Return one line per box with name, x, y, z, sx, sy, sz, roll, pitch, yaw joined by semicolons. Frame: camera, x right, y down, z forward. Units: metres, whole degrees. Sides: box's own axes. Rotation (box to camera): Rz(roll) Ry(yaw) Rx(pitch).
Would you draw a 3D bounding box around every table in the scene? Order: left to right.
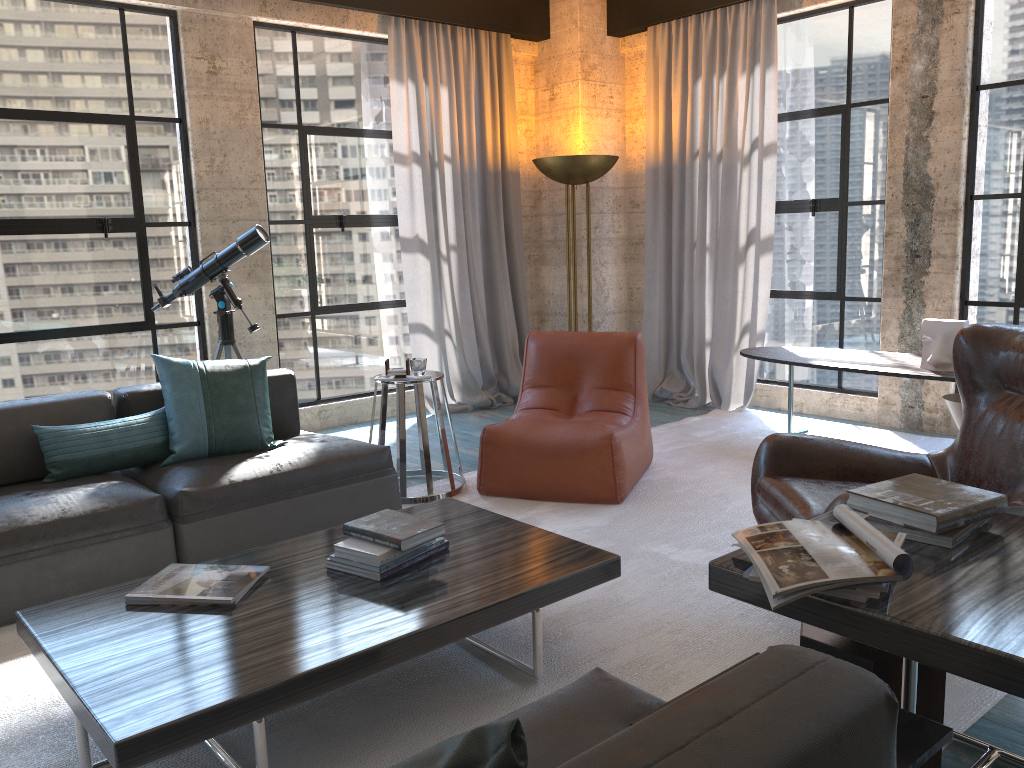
table;-0.519;0.733;2.631;1.500;0.309;0.900;-10;12;-39
table;-0.520;0.254;4.603;0.549;0.603;0.549;4;11;29
table;0.523;0.828;1.684;0.413;0.390;0.420;-10;12;-39
table;0.869;0.753;2.166;0.316;0.340;0.365;2;10;20
table;2.159;0.140;4.976;0.715;0.530;2.004;-10;13;-41
table;1.013;0.668;1.993;0.800;0.570;0.800;-10;12;-39
table;2.392;0.268;4.569;0.331;0.394;0.331;-2;10;-1

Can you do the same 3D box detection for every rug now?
rug;-0.368;0.832;2.924;7.768;0.032;2.954;-10;12;-39

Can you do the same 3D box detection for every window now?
window;-2.669;-0.887;5.001;1.780;2.530;0.081;-10;12;-39
window;-0.961;-1.183;6.426;1.780;2.530;0.081;-10;12;-39
window;1.830;-1.253;6.305;0.081;2.530;1.780;-10;12;-39
window;3.285;-1.013;4.612;0.081;2.530;1.780;-10;12;-39

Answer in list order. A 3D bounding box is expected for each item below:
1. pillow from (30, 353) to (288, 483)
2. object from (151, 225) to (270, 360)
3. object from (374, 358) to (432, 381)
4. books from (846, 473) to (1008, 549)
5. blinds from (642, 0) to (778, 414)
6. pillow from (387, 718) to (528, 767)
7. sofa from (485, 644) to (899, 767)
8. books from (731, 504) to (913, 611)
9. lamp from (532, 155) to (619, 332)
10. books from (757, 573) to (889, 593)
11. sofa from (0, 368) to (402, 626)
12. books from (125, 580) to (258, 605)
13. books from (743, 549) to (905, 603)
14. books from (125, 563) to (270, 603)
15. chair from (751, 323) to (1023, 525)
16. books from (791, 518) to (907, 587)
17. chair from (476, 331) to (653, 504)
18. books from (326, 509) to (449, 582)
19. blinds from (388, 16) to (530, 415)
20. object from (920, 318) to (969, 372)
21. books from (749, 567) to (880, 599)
pillow;-1.513;0.109;3.868;1.042;0.466;0.349;-7;11;-29
object;-1.703;-0.192;5.094;0.595;1.406;0.617;-9;12;-38
object;-0.547;-0.083;4.499;0.287;0.096;0.206;-2;10;0
books;1.019;0.306;2.193;0.320;0.075;0.278;-9;12;-35
blinds;1.304;-1.297;6.363;0.404;2.986;1.187;-10;12;-38
pillow;-0.260;0.604;1.056;0.670;0.393;0.320;-8;12;-33
sofa;-0.280;0.813;1.004;2.063;0.680;1.019;-10;12;-39
books;0.642;0.358;1.882;0.273;0.109;0.322;-2;10;0
lamp;0.481;-0.707;6.470;0.619;1.822;0.619;-10;12;-39
books;0.695;0.372;1.934;0.252;0.011;0.318;3;11;26
sofa;-1.618;0.375;3.840;2.063;0.680;1.019;-10;12;-39
books;-0.916;0.588;2.593;0.318;0.011;0.252;-1;10;4
books;0.689;0.392;1.944;0.252;0.011;0.318;5;12;36
books;-0.910;0.578;2.586;0.318;0.011;0.252;0;10;9
chair;1.356;0.307;2.917;0.975;0.940;0.820;-2;10;0
books;0.702;0.361;1.936;0.252;0.011;0.318;4;11;31
chair;0.303;0.136;4.715;0.801;0.759;0.920;2;10;20
books;-0.366;0.490;2.757;0.279;0.116;0.322;5;12;34
blinds;-0.304;-1.286;6.554;1.131;2.985;0.384;-10;12;-39
object;2.220;-0.199;4.598;0.154;0.259;0.214;-10;12;-39
books;0.677;0.384;1.931;0.252;0.011;0.318;3;11;26
